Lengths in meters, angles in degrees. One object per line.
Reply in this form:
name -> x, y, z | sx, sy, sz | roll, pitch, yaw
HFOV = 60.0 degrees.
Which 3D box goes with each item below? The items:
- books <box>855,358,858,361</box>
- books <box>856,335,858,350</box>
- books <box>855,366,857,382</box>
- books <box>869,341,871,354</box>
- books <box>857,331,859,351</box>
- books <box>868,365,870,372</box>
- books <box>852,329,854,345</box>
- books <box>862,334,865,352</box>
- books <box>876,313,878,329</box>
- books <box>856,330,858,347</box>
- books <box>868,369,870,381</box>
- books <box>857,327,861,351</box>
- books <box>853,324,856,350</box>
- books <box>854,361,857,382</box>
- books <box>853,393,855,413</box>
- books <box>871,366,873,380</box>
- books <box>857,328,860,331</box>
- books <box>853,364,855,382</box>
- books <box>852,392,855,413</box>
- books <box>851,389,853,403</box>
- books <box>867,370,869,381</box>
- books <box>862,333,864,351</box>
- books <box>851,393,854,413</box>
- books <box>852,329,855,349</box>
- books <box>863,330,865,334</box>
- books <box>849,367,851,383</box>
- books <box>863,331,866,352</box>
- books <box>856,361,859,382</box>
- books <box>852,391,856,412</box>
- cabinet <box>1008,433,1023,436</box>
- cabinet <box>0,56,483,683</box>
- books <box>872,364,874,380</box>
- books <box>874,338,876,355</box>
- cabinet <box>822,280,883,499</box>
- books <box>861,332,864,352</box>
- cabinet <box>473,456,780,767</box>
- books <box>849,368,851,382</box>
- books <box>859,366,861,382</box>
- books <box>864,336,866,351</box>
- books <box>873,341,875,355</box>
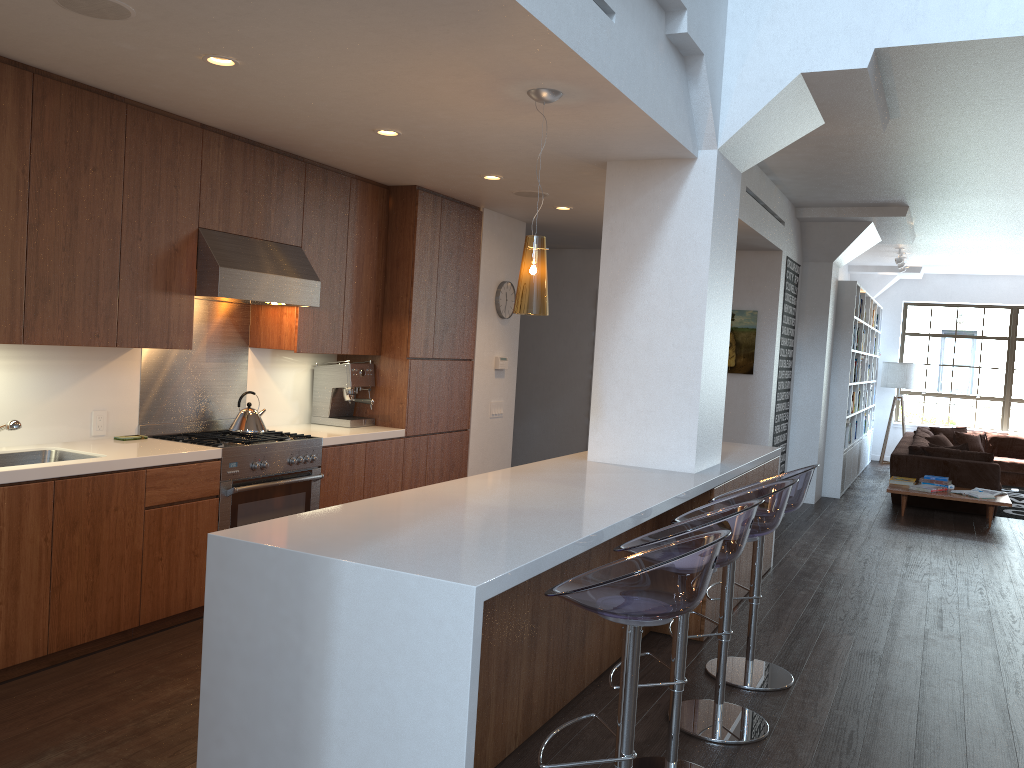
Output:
books -> 4.144, -0.174, 10.887 | 0.176, 0.294, 0.102 | 5, 3, 26
books -> 4.074, -0.514, 10.676 | 0.161, 0.223, 0.032 | 5, 3, 26
books -> 4.088, -0.146, 10.763 | 0.174, 0.239, 0.045 | 5, 3, 26
books -> 5.028, -0.523, 12.631 | 0.139, 0.191, 0.036 | 5, 3, 26
books -> 4.104, -0.524, 10.745 | 0.174, 0.240, 0.054 | 5, 3, 26
books -> 5.054, -0.166, 12.726 | 0.140, 0.231, 0.042 | 5, 3, 26
books -> 3.769, -0.511, 10.036 | 0.172, 0.235, 0.112 | 5, 3, 26
books -> 4.441, -0.532, 11.425 | 0.174, 0.239, 0.045 | 5, 3, 26
books -> 5.375, -0.935, 13.292 | 0.183, 0.253, 0.042 | 5, 3, 26
books -> 4.045, -0.530, 10.649 | 0.183, 0.253, 0.042 | 5, 3, 26
books -> 5.052, -0.132, 12.689 | 0.107, 0.167, 0.017 | 5, 3, 26
books -> 4.176, -0.551, 10.894 | 0.176, 0.291, 0.053 | 5, 3, 26
books -> 3.845, -0.540, 10.177 | 0.176, 0.290, 0.053 | 5, 3, 26
books -> 4.043, -0.152, 10.673 | 0.182, 0.253, 0.034 | 5, 3, 26
books -> 4.076, 0.217, 10.811 | 0.183, 0.253, 0.034 | 5, 3, 26
books -> 5.261, -0.187, 13.189 | 0.180, 0.259, 0.042 | 5, 3, 26
books -> 4.138, -0.548, 10.855 | 0.198, 0.284, 0.049 | 5, 3, 26
books -> 3.987, -0.135, 10.556 | 0.161, 0.223, 0.027 | 5, 3, 26
books -> 4.058, 0.217, 10.783 | 0.183, 0.253, 0.034 | 5, 3, 26
books -> 3.964, 0.201, 10.597 | 0.176, 0.290, 0.053 | 5, 3, 26
books -> 5.009, -0.125, 12.611 | 0.110, 0.153, 0.019 | 5, 3, 26
books -> 4.415, -0.535, 11.380 | 0.170, 0.245, 0.057 | 5, 3, 26
books -> 4.023, 0.222, 10.708 | 0.171, 0.246, 0.057 | 5, 3, 26
books -> 3.802, -0.516, 10.113 | 0.174, 0.242, 0.105 | 5, 3, 26
books -> 4.471, -0.559, 11.495 | 0.176, 0.290, 0.053 | 5, 3, 26
books -> 3.819, -0.135, 10.202 | 0.140, 0.231, 0.042 | 5, 3, 26
books -> 4.493, -0.557, 11.551 | 0.197, 0.283, 0.065 | 5, 3, 26
books -> 4.125, -0.154, 10.827 | 0.182, 0.253, 0.034 | 5, 3, 26
books -> 4.136, 0.215, 10.934 | 0.183, 0.253, 0.034 | 5, 3, 26
cabinet -> 8.041, 1.105, 12.861 | 1.520, 0.625, 0.350 | 5, 3, 26
cabinet -> -1.729, -0.086, 4.544 | 0.598, 2.499, 5.299 | 5, 3, 26
books -> 5.304, -0.185, 13.264 | 0.183, 0.253, 0.042 | 5, 3, 26
books -> 5.297, -0.560, 13.164 | 0.183, 0.253, 0.034 | 5, 3, 25
cabinet -> 4.497, 0.028, 11.915 | 0.461, 2.414, 4.500 | 5, 3, 26
books -> 4.333, -0.536, 11.200 | 0.182, 0.253, 0.034 | 5, 3, 26
cabinet -> 0.488, 0.899, 4.500 | 0.898, 0.796, 4.493 | 5, 3, 26
books -> 3.817, -0.101, 10.165 | 0.107, 0.167, 0.017 | 5, 3, 26
books -> 4.369, -0.137, 11.341 | 0.161, 0.207, 0.135 | 5, 3, 25
books -> 4.537, -0.540, 11.612 | 0.159, 0.250, 0.026 | 5, 3, 26
books -> 5.224, -0.558, 13.020 | 0.183, 0.253, 0.034 | 5, 3, 25
